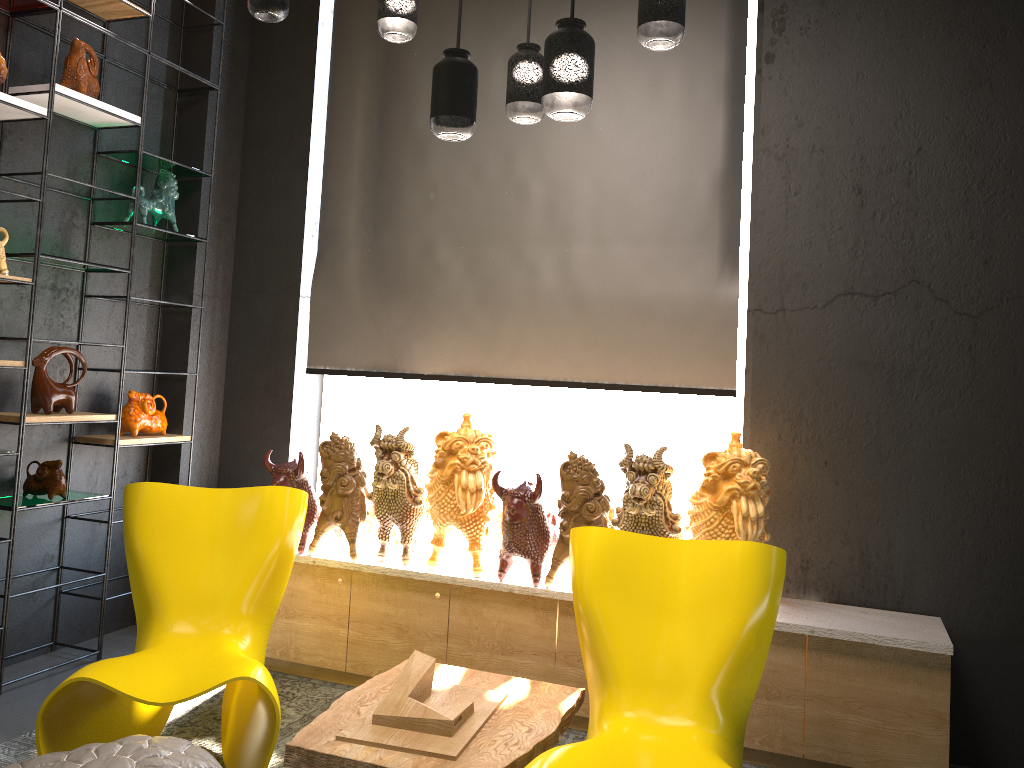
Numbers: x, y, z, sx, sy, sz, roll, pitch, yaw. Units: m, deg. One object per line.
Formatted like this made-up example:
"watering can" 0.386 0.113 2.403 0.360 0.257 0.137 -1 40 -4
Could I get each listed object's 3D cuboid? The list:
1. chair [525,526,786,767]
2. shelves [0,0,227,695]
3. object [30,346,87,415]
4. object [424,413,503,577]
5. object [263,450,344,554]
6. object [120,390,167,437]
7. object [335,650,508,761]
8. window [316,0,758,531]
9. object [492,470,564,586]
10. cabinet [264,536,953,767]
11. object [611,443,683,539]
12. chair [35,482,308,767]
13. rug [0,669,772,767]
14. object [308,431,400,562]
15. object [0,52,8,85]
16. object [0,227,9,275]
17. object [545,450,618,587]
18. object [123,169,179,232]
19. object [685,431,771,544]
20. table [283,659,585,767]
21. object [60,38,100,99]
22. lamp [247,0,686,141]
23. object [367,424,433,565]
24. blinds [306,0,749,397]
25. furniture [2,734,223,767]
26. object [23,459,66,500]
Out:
"chair" 0.418 0.891 2.469 0.658 0.900 1.065 2 -2 15
"shelves" -2.181 -0.764 3.134 0.275 3.924 2.980 2 -3 20
"object" -1.951 -0.017 3.778 0.114 0.291 0.248 2 -2 20
"object" -0.177 0.446 3.700 0.308 0.657 0.467 2 -3 25
"object" -0.920 0.509 3.963 0.219 0.442 0.461 2 -2 25
"object" -1.772 0.141 4.272 0.139 0.223 0.277 2 -2 21
"object" -0.247 0.926 2.648 0.351 0.137 0.518 3 0 15
"window" 0.084 -0.825 4.561 2.310 3.181 0.051 2 -4 20
"object" 0.084 0.563 3.589 0.219 0.442 0.461 2 -2 25
"cabinet" 0.223 1.057 3.543 2.732 0.532 0.402 3 -2 20
"object" 0.530 0.520 3.447 0.271 0.582 0.428 2 -3 13
"chair" -1.076 0.811 3.034 0.657 0.900 1.067 3 -2 -10
"rug" -0.039 1.312 2.373 3.599 0.010 2.182 3 0 20
"object" -0.671 0.482 3.924 0.249 0.548 0.473 1 -3 28
"object" -2.056 -1.223 3.415 0.107 0.210 0.232 1 -3 37
"object" -2.081 -0.596 3.345 0.175 0.353 0.368 2 -2 25
"object" 0.333 0.537 3.550 0.249 0.548 0.473 1 -3 28
"object" -1.742 -0.909 4.308 0.152 0.333 0.288 2 -2 13
"object" 0.827 0.500 3.327 0.308 0.657 0.467 2 -3 25
"table" -0.214 1.152 2.676 0.695 0.310 0.826 3 0 20
"object" -1.880 -1.350 3.868 0.126 0.250 0.253 4 -2 -10
"lamp" -0.383 -1.803 1.420 2.670 2.282 2.841 4 -2 -26
"object" -0.474 0.466 3.821 0.271 0.582 0.428 2 -3 13
"blinds" -2.627 -1.062 4.772 12.722 3.322 3.510 3 -1 41
"furniture" -0.960 1.072 2.037 0.680 0.384 0.676 3 -1 20
"object" -1.990 0.400 3.766 0.211 0.169 0.104 2 -3 20
